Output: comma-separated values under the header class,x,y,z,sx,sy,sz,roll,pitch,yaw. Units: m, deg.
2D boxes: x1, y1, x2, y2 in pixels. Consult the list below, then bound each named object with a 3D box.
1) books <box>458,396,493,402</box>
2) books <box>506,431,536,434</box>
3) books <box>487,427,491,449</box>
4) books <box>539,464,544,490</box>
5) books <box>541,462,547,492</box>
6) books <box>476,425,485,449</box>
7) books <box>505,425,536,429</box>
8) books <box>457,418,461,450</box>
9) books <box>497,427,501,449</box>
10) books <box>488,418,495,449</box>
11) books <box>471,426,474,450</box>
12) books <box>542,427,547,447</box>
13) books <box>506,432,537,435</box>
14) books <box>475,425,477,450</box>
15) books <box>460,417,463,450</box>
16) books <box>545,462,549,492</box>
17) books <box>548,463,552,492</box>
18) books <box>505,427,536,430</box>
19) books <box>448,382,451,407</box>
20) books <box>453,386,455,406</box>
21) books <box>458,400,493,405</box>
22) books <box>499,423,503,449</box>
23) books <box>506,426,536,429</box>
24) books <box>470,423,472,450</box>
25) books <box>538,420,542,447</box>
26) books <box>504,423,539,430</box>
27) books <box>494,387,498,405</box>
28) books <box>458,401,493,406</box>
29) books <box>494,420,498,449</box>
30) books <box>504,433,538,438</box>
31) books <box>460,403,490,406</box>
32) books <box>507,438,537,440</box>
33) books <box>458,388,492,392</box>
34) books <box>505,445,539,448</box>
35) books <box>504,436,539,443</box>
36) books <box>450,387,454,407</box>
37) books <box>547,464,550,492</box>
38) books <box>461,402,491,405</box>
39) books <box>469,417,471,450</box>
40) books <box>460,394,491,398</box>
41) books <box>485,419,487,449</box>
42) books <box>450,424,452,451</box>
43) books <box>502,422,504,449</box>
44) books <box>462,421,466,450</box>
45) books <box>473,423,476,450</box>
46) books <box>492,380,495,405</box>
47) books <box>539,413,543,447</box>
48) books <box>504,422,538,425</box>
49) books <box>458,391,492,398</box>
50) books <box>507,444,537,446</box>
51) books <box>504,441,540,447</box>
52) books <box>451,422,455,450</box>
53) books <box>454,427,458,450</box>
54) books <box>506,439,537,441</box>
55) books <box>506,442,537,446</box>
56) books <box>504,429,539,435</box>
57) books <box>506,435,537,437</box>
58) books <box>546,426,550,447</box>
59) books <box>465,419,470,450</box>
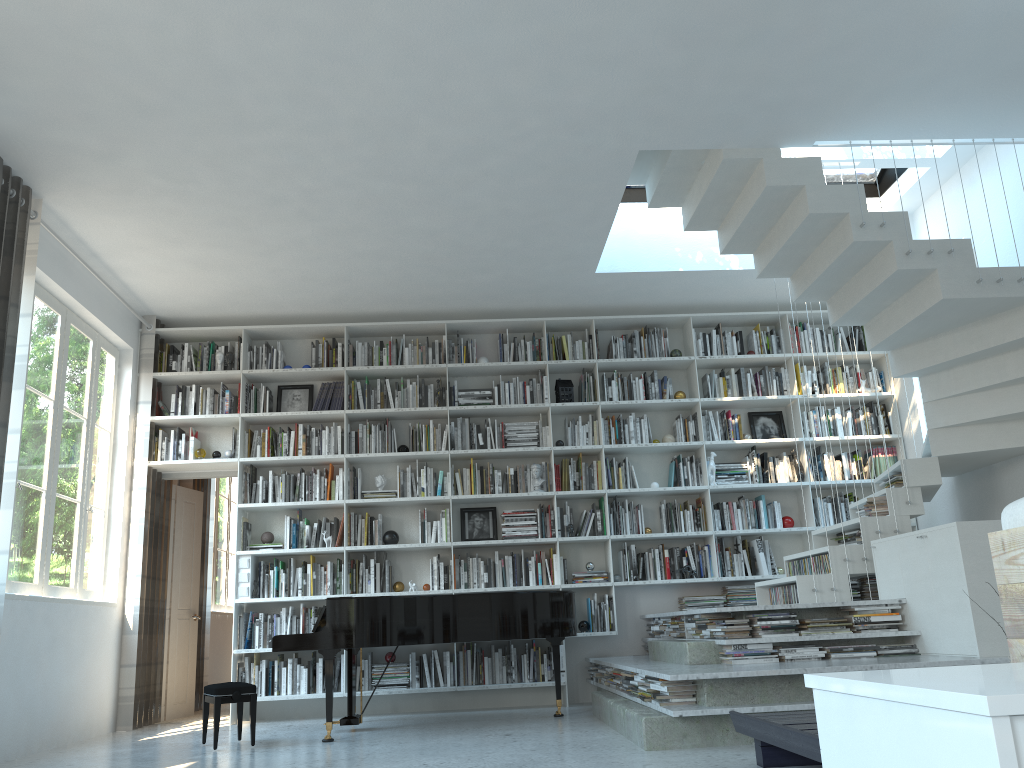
class,x,y,z,sx,sy,sz,roll,pitch,yaw
books,-0.309,0.142,7.513,0.285,0.024,0.160,-3,-16,1
books,0.075,0.420,7.466,0.254,0.012,0.161,-2,-16,-2
books,-0.196,0.481,7.430,0.024,0.216,0.148,-2,-15,-3
books,0.240,0.802,7.370,0.025,0.259,0.131,-2,-15,-3
books,0.264,0.795,7.384,0.025,0.278,0.108,-2,-15,-3
books,-0.264,0.472,7.422,0.066,0.236,0.154,-2,-15,-3
books,0.072,0.373,7.483,0.254,0.012,0.161,-2,-16,-3
books,-0.440,0.449,7.423,0.026,0.296,0.179,-2,-15,-3
books,-0.111,0.480,7.439,0.024,0.215,0.133,-2,-15,-3
books,-0.171,0.445,7.444,0.049,0.290,0.162,-2,-15,-3
books,-0.330,0.478,7.426,0.014,0.232,0.147,-2,-15,-3
books,0.268,0.476,7.459,0.029,0.198,0.172,-2,-15,-3
books,0.076,0.431,7.461,0.254,0.012,0.161,-1,-16,-6
books,-0.303,0.473,7.426,0.011,0.239,0.148,-2,-15,-3
books,-0.421,0.446,7.444,0.014,0.312,0.134,-2,-15,-3
books,0.285,0.796,7.367,0.014,0.265,0.154,-2,-15,-3
books,0.316,0.801,7.388,0.023,0.264,0.107,-2,-15,-3
books,0.074,0.395,7.466,0.254,0.012,0.161,-3,-16,1
books,-0.528,0.123,7.519,0.012,0.253,0.161,-2,-15,-3
books,-0.488,0.137,7.510,0.013,0.217,0.141,-2,-15,-3
books,-0.310,0.161,7.516,0.285,0.012,0.160,-1,-16,-5
books,-0.092,0.463,7.435,0.015,0.244,0.183,-2,-15,-3
books,0.073,0.383,7.476,0.254,0.012,0.161,-2,-16,-2
books,-0.342,0.469,7.428,0.011,0.251,0.153,-2,-15,-3
books,0.234,0.447,7.452,0.012,0.253,0.161,-2,-15,-3
books,0.072,0.358,7.475,0.285,0.012,0.160,0,-16,-8
books,-0.136,0.138,7.518,0.025,0.187,0.194,-2,-15,-3
books,-0.309,0.172,7.510,0.285,0.012,0.160,-1,-16,-6
books,-0.134,0.451,7.429,0.021,0.268,0.192,-2,-15,-3
books,0.076,0.443,7.457,0.285,0.012,0.160,-3,-16,-1
books,-0.308,0.194,7.500,0.254,0.012,0.161,-3,-16,1
books,0.078,0.478,7.450,0.254,0.012,0.161,-1,-16,-5
books,-0.313,0.075,7.544,0.285,0.024,0.160,-2,-16,-3
books,0.081,0.537,7.437,0.285,0.012,0.160,-2,-16,-2
books,0.077,0.467,7.456,0.285,0.012,0.160,-2,-16,-2
books,-0.507,0.142,7.494,0.027,0.201,0.168,-2,-15,-3
books,0.298,0.802,7.379,0.014,0.260,0.137,-2,-15,-3
books,-0.309,0.184,7.507,0.254,0.012,0.161,-1,-16,-6
books,-0.354,0.446,7.431,0.011,0.299,0.180,-2,-15,-3
books,-0.310,0.119,7.522,0.254,0.025,0.161,-1,-16,-7
books,-0.221,0.450,7.444,0.022,0.284,0.131,-2,-15,-3
books,-0.511,0.476,7.425,0.012,0.253,0.161,-2,-15,-3
books,-0.078,0.458,7.425,0.013,0.246,0.177,-2,-15,-3
books,-0.399,0.461,7.414,0.025,0.265,0.186,-2,-15,-3
books,-0.316,0.468,7.426,0.014,0.249,0.173,-2,-15,-3
books,-0.156,0.108,7.530,0.012,0.253,0.161,-2,-15,-3
books,0.244,0.420,7.476,0.012,0.318,0.140,-2,-15,-3
books,0.071,0.348,7.485,0.285,0.012,0.160,-2,-16,-2
books,-0.311,0.097,7.533,0.285,0.024,0.160,-2,-16,-2
books,0.080,0.526,7.442,0.254,0.012,0.161,-2,-16,-3
books,0.079,0.501,7.442,0.285,0.012,0.160,-1,-16,-6
books,-0.492,0.466,7.418,0.026,0.266,0.171,-2,-15,-3
books,-0.466,0.488,7.429,0.027,0.227,0.148,-2,-15,-3
books,0.079,0.490,7.447,0.254,0.012,0.161,-2,-16,-2
books,0.080,0.514,7.443,0.254,0.012,0.161,-2,-16,-4
books,0.074,0.409,7.471,0.285,0.012,0.160,-2,-16,-4
books,0.077,0.456,7.459,0.254,0.012,0.161,-2,-16,-2
books,0.297,0.474,7.467,0.030,0.204,0.159,-2,-15,-3
books,-0.374,0.451,7.437,0.029,0.294,0.151,-2,-15,-3
